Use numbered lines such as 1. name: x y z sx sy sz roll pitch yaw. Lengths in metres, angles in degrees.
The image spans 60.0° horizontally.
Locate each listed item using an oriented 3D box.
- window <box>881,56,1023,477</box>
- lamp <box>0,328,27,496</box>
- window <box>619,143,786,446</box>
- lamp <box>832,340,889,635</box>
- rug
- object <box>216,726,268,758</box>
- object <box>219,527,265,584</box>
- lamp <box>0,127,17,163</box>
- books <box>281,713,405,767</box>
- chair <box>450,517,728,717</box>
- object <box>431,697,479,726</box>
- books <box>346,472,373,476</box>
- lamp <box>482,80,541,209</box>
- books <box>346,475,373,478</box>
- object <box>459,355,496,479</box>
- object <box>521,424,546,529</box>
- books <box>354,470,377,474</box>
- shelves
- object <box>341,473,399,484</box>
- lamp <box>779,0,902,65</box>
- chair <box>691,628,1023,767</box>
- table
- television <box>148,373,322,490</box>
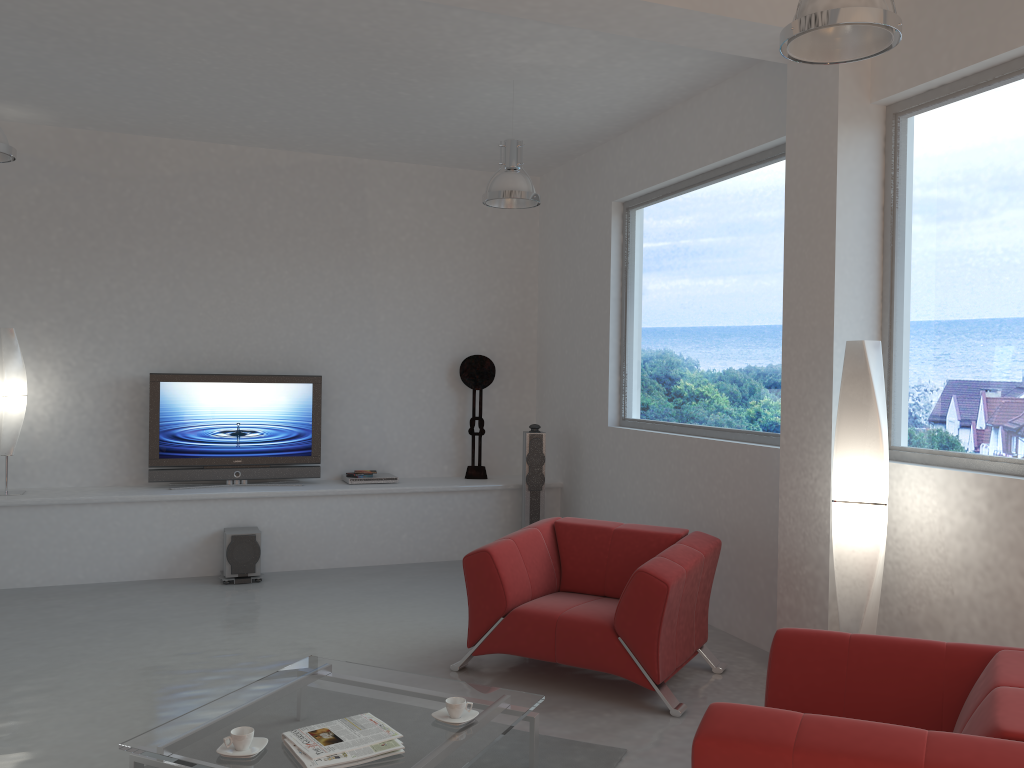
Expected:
1. window: 2.372 -0.499 3.433 0.100 1.800 2.400 1 1 -21
2. lamp: -3.782 0.201 6.645 0.263 1.239 0.263 1 1 -29
3. window: 1.359 -0.541 6.043 0.100 1.800 2.400 1 1 -21
4. lamp: 1.591 0.693 4.057 0.313 1.779 0.313 1 1 -29
5. rug: -0.628 1.549 3.342 1.700 0.025 1.700 1 1 24
6. object: -0.924 1.224 3.042 0.153 0.069 0.153 1 1 5
7. object: -2.072 1.310 6.795 0.336 0.374 0.337 1 1 -21
8. lamp: -2.802 -1.600 4.634 0.379 0.800 0.379 1 1 -25
9. books: -0.588 1.246 3.100 0.367 0.035 0.345 1 1 -31
10. chair: 0.444 1.187 4.847 1.288 0.738 0.951 1 1 29
11. object: -0.215 1.233 3.357 0.153 0.069 0.153 1 1 35
12. books: -1.319 0.777 7.671 0.190 0.015 0.135 0 1 -41
13. lamp: 0.003 -1.565 5.723 0.379 0.800 0.379 1 1 18
14. books: -1.318 0.792 7.669 0.135 0.015 0.190 1 1 34
15. object: -0.318 0.298 8.079 0.331 1.130 0.108 1 1 4
16. object: 0.183 0.934 7.629 0.255 1.184 0.273 1 1 -6
17. books: -1.269 0.763 7.685 0.190 0.015 0.135 1 1 -11
18. shelves: -2.227 0.865 7.223 5.500 0.050 0.650 1 1 -21
19. object: -1.240 0.822 7.728 0.430 0.045 0.352 1 1 -21
20. lamp: 1.088 -1.520 2.926 0.379 0.800 0.379 1 1 8
21. chair: 1.144 1.219 2.696 0.951 0.738 1.288 1 1 29
22. table: -0.621 1.403 3.351 1.162 0.286 1.097 1 1 24
23. television: -2.266 0.379 7.325 1.356 0.919 0.343 1 1 -21
